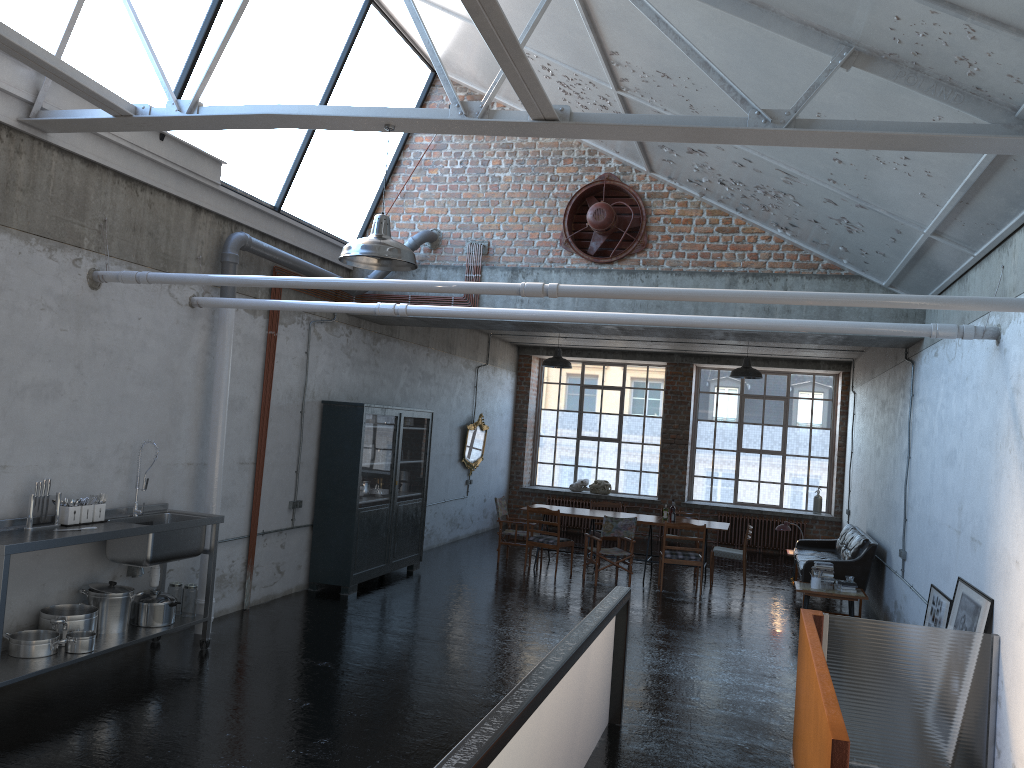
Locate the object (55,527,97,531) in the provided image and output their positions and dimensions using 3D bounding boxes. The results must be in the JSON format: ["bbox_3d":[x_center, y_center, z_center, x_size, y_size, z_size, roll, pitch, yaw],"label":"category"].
[{"bbox_3d":[-3.229,1.076,6.561,0.045,0.022,0.327,2,-3,35],"label":"object"}]

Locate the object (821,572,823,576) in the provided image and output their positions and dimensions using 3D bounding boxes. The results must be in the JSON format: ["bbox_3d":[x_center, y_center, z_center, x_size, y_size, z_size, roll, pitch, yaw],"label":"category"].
[{"bbox_3d":[3.755,2.376,10.814,0.062,0.169,0.009,4,-3,15],"label":"object"}]

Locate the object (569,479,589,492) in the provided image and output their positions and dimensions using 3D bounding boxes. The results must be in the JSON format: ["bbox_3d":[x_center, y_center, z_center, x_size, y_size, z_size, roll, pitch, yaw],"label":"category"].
[{"bbox_3d":[1.455,2.188,19.173,0.281,0.281,0.575,2,-3,42],"label":"object"}]

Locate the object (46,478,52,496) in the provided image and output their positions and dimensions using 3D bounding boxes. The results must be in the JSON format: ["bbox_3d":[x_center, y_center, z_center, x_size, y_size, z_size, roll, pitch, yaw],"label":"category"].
[{"bbox_3d":[-3.447,0.767,6.599,0.022,0.132,0.033,4,-3,12],"label":"object"}]

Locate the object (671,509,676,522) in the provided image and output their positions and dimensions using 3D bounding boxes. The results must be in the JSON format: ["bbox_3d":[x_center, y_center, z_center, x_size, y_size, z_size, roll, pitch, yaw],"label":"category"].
[{"bbox_3d":[2.435,1.982,13.362,0.051,0.180,0.097,5,-3,-12],"label":"object"}]

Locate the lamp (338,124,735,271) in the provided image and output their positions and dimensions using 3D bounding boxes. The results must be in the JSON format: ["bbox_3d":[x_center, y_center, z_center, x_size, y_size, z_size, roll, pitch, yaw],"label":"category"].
[{"bbox_3d":[0.760,-1.564,7.492,0.945,2.025,5.320,3,-3,34],"label":"lamp"}]

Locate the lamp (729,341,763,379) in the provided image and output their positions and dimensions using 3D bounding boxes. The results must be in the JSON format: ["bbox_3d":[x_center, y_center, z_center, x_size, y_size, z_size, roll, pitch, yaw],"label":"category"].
[{"bbox_3d":[3.585,-0.538,13.477,0.502,0.891,0.502,3,-3,20],"label":"lamp"}]

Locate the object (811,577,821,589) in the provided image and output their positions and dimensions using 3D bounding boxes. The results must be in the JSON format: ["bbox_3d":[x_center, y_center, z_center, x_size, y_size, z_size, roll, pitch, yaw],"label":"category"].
[{"bbox_3d":[3.709,2.429,10.819,0.110,0.137,0.110,4,-3,16],"label":"object"}]

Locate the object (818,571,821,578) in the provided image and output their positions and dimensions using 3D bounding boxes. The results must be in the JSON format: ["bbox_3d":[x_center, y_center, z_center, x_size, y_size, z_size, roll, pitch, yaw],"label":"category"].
[{"bbox_3d":[3.749,2.388,10.846,0.037,0.204,0.023,6,-3,-35],"label":"object"}]

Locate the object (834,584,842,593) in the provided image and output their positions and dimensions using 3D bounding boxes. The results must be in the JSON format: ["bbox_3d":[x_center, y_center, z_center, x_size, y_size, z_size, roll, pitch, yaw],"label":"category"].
[{"bbox_3d":[3.907,2.453,10.637,0.092,0.099,0.092,5,-3,-6],"label":"object"}]

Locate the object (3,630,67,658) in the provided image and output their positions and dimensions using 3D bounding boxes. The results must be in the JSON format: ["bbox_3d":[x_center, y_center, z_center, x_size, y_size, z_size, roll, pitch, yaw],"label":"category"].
[{"bbox_3d":[-3.435,1.868,6.375,0.404,0.124,0.323,2,-4,43],"label":"object"}]

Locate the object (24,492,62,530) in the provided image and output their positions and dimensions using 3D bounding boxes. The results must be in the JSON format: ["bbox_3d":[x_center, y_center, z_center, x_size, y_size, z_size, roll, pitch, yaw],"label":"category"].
[{"bbox_3d":[-3.465,0.940,6.569,0.067,0.260,0.322,4,-3,16],"label":"object"}]

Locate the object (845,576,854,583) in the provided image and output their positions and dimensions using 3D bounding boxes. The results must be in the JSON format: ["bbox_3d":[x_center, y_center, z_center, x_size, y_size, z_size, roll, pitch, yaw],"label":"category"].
[{"bbox_3d":[4.118,2.382,10.813,0.103,0.068,0.103,5,-3,-11],"label":"object"}]

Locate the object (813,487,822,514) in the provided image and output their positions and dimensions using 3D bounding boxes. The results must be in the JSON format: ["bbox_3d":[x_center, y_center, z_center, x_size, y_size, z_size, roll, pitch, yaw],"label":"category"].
[{"bbox_3d":[6.169,2.345,17.882,0.172,0.551,0.172,6,-3,-30],"label":"object"}]

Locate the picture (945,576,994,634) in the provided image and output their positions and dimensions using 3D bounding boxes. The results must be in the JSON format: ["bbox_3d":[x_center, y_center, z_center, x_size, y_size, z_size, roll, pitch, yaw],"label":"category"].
[{"bbox_3d":[3.340,2.127,6.680,0.233,1.215,1.095,4,-3,16],"label":"picture"}]

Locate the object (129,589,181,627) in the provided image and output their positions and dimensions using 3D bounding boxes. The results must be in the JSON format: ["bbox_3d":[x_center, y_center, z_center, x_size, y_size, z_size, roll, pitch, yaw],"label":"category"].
[{"bbox_3d":[-3.018,1.877,7.479,0.367,0.278,0.395,6,-3,-32],"label":"object"}]

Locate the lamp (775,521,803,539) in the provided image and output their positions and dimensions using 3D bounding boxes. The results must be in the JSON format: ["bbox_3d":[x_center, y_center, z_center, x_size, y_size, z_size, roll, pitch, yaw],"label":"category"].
[{"bbox_3d":[4.495,2.467,14.288,0.496,0.492,0.220,4,-3,8],"label":"lamp"}]

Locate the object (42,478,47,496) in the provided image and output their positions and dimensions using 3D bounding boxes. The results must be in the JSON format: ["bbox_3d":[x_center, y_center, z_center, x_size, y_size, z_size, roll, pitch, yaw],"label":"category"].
[{"bbox_3d":[-3.458,0.764,6.558,0.022,0.132,0.033,4,-3,12],"label":"object"}]

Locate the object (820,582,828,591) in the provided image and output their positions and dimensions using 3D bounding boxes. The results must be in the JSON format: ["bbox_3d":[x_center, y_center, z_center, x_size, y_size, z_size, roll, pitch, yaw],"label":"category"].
[{"bbox_3d":[3.751,2.443,10.681,0.092,0.099,0.092,5,-3,-6],"label":"object"}]

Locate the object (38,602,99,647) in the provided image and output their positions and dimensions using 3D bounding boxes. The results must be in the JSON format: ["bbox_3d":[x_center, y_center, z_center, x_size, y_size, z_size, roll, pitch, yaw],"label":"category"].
[{"bbox_3d":[-3.385,1.838,6.763,0.403,0.231,0.505,3,-3,28],"label":"object"}]

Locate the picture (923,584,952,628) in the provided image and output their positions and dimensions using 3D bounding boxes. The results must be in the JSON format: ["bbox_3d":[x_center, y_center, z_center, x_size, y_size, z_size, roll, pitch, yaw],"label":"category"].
[{"bbox_3d":[3.705,2.326,7.842,0.135,0.994,0.889,4,-3,16],"label":"picture"}]

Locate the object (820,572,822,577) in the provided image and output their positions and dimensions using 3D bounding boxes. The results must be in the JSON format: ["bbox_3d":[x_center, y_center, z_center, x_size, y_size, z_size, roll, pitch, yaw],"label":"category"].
[{"bbox_3d":[3.760,2.369,10.826,0.052,0.185,0.009,3,-3,18],"label":"object"}]

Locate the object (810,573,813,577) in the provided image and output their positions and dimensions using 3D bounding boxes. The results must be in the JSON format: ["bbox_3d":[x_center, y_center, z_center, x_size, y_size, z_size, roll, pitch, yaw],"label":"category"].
[{"bbox_3d":[3.696,2.393,10.839,0.137,0.190,0.009,3,-3,19],"label":"object"}]

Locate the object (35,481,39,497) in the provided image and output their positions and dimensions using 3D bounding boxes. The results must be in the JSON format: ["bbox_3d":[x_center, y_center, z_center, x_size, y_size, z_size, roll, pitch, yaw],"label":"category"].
[{"bbox_3d":[-3.479,0.768,6.486,0.019,0.114,0.027,4,-3,11],"label":"object"}]

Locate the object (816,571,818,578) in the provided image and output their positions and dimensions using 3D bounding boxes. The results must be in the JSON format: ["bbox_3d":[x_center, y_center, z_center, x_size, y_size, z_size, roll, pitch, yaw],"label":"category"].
[{"bbox_3d":[3.732,2.379,10.859,0.009,0.167,0.061,3,-3,28],"label":"object"}]

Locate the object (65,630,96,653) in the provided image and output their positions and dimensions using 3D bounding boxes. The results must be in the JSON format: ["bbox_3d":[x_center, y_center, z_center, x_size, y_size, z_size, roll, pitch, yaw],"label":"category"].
[{"bbox_3d":[-3.168,1.895,6.511,0.202,0.115,0.253,2,-4,43],"label":"object"}]

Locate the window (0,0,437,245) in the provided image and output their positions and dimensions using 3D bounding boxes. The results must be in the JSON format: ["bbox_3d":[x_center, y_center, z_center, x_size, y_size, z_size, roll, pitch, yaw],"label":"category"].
[{"bbox_3d":[-2.589,-3.115,7.550,0.994,2.404,8.048,4,-3,16],"label":"window"}]

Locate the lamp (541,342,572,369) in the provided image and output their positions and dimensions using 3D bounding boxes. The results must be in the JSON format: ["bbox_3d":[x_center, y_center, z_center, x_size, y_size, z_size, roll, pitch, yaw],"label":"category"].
[{"bbox_3d":[0.755,-0.713,14.282,0.502,0.891,0.502,3,-3,20],"label":"lamp"}]

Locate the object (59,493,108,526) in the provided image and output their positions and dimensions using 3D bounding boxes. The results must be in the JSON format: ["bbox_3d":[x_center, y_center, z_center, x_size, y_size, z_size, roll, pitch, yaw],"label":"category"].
[{"bbox_3d":[-3.362,0.973,6.933,0.166,0.234,0.454,3,-3,17],"label":"object"}]

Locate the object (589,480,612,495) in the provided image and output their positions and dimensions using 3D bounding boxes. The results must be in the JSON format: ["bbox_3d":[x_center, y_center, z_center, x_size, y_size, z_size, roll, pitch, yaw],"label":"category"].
[{"bbox_3d":[1.870,2.199,18.990,0.418,0.305,0.625,5,-3,-10],"label":"object"}]

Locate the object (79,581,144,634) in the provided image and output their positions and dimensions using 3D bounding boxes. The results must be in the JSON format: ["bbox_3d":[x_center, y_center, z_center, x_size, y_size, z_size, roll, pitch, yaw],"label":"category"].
[{"bbox_3d":[-3.243,1.789,7.154,0.346,0.394,0.392,2,-3,40],"label":"object"}]

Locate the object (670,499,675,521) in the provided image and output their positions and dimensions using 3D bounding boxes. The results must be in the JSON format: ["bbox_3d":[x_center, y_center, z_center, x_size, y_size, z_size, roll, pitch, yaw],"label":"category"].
[{"bbox_3d":[2.446,1.916,13.495,0.075,0.324,0.075,2,-3,41],"label":"object"}]

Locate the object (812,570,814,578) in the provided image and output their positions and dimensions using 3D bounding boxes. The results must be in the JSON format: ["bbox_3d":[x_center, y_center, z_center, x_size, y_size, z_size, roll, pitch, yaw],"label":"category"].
[{"bbox_3d":[3.687,2.384,10.857,0.023,0.202,0.046,6,-3,-38],"label":"object"}]

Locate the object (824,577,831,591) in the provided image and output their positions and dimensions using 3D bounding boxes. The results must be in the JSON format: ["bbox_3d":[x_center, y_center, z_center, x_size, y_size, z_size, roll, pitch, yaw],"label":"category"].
[{"bbox_3d":[3.828,2.425,10.769,0.087,0.155,0.087,5,-3,-11],"label":"object"}]

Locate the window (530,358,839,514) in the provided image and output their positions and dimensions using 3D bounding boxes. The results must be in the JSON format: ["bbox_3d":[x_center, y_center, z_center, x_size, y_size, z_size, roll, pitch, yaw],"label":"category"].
[{"bbox_3d":[7.635,2.950,18.155,19.864,12.900,0.747,4,-3,16],"label":"window"}]

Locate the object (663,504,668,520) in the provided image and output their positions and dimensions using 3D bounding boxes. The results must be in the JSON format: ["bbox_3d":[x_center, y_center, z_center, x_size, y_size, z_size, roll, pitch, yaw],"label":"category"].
[{"bbox_3d":[2.335,1.950,13.483,0.070,0.235,0.041,4,-3,15],"label":"object"}]

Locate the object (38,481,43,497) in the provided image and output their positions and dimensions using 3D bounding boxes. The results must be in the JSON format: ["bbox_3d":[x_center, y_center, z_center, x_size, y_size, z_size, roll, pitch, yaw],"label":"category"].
[{"bbox_3d":[-3.469,0.771,6.520,0.019,0.114,0.027,4,-3,11],"label":"object"}]

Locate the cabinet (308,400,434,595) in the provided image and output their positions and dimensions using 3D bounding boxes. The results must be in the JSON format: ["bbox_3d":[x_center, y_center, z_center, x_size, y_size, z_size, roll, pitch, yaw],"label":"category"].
[{"bbox_3d":[-1.808,1.433,11.802,0.572,2.297,2.386,4,-3,16],"label":"cabinet"}]
